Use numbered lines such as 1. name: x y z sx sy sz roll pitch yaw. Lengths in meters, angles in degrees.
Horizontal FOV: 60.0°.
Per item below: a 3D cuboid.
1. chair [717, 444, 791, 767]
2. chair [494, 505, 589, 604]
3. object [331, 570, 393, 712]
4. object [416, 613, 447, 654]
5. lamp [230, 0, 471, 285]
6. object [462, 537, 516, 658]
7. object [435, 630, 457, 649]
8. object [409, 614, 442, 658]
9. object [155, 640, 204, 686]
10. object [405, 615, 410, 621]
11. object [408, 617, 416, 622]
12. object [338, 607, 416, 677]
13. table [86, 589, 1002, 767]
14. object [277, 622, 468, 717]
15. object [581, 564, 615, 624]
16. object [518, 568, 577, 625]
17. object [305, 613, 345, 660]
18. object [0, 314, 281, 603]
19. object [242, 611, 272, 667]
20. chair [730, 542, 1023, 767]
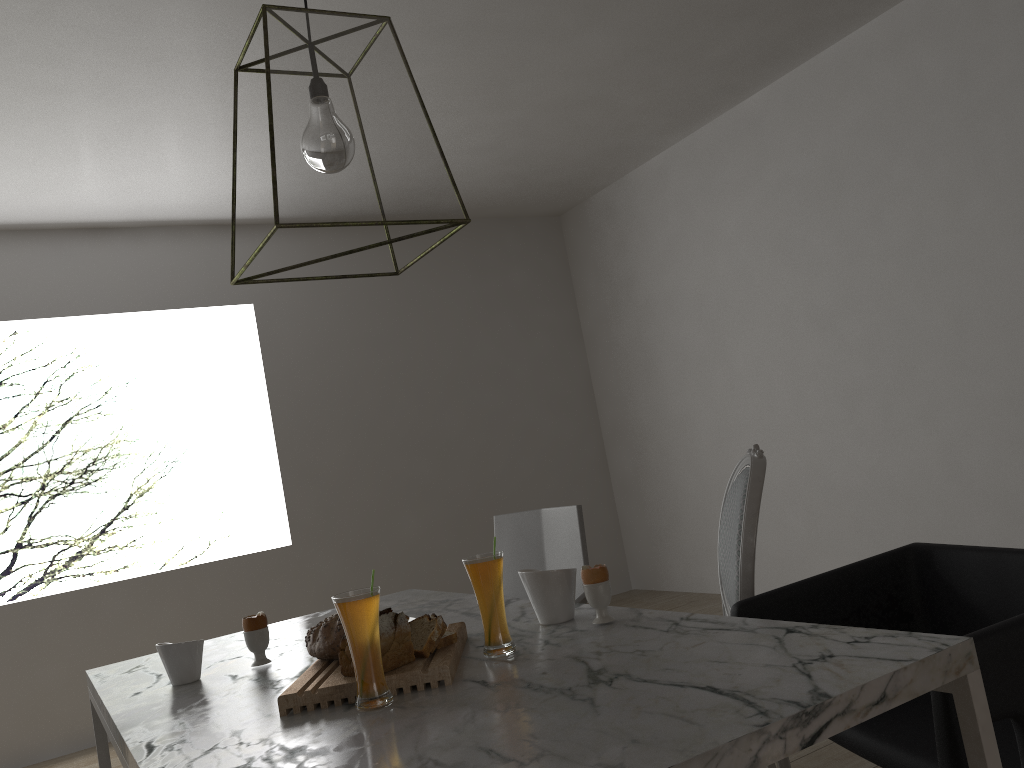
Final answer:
1. chair: 0.375 0.584 1.927 0.505 0.833 0.480 -11 -5 2
2. chair: 0.014 0.751 2.480 0.439 0.745 0.470 -6 -7 -45
3. object: -0.212 0.369 1.274 0.071 0.188 0.071 -10 -5 -9
4. object: -0.147 0.414 1.472 0.083 0.055 0.073 -14 -6 36
5. lamp: -0.368 -0.751 1.482 0.584 1.108 0.584 -9 -5 -15
6. object: -0.036 0.354 1.469 0.071 0.188 0.071 -10 -5 -9
7. object: -0.131 0.433 1.498 0.077 0.017 0.068 -14 -6 37
8. object: -0.155 0.411 1.445 0.083 0.057 0.072 -14 -6 36
9. object: -0.665 0.552 1.776 0.089 0.085 0.138 -7 -6 -35
10. object: -0.204 0.419 1.476 0.079 0.067 0.074 -14 -6 32
11. object: -0.309 0.532 1.896 0.212 0.014 0.212 -8 -6 -30
12. object: -0.216 0.403 1.387 0.086 0.087 0.090 -14 -6 37
13. table: -0.191 0.788 1.593 0.870 0.583 1.781 -8 -6 -30
14. object: -0.217 0.472 1.497 0.260 0.031 0.360 -11 -5 0
15. object: 0.153 0.370 1.570 0.050 0.101 0.050 -7 -6 -34
16. object: 0.070 0.399 1.704 0.110 0.105 0.170 -10 -5 -10
17. object: -0.288 0.440 1.582 0.157 0.075 0.151 -11 -5 6
18. object: -2.056 1.806 4.257 10.834 8.324 0.001 -8 -6 -30
19. object: -0.513 0.513 1.785 0.050 0.101 0.050 -8 -5 -23
20. chair: 0.737 0.598 1.420 0.609 0.597 0.569 -9 -5 -15
